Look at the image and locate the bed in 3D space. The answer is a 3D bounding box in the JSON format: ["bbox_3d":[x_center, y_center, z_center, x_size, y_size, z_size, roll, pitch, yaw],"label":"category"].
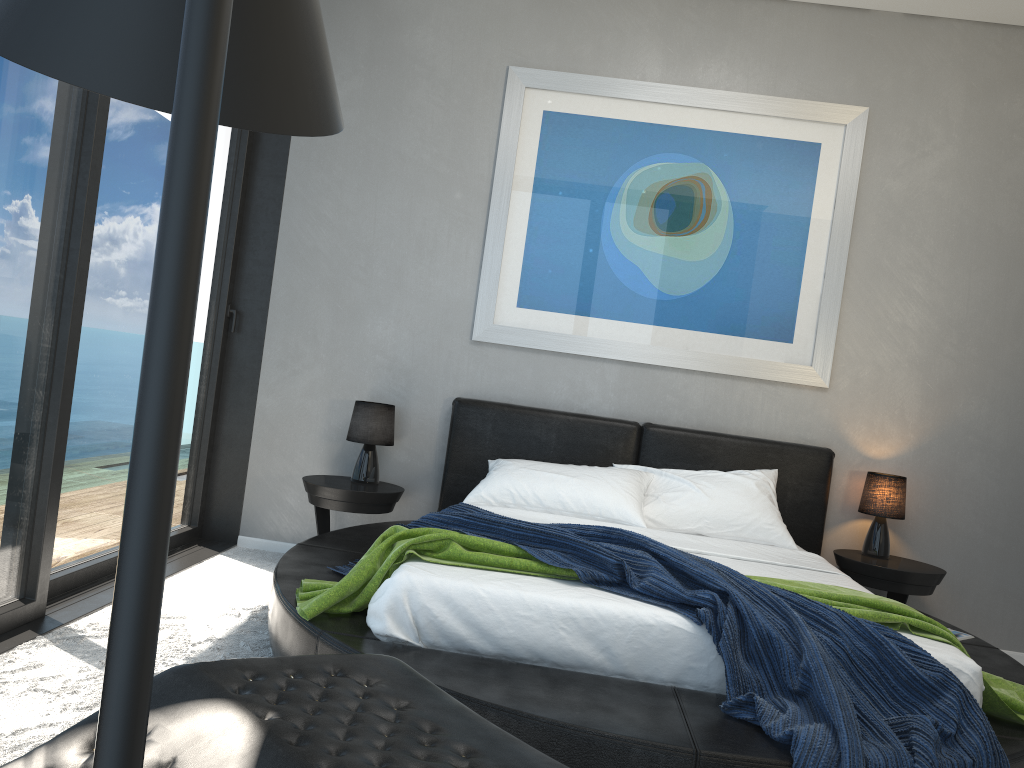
[{"bbox_3d":[0.509,0.637,3.229,2.754,0.934,2.617,8,0,3],"label":"bed"}]

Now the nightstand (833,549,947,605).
[{"bbox_3d":[1.748,1.053,4.190,0.496,0.440,0.497,8,1,32],"label":"nightstand"}]

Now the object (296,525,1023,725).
[{"bbox_3d":[0.465,0.706,2.757,2.301,0.342,0.646,8,0,3],"label":"object"}]

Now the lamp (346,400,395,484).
[{"bbox_3d":[-0.708,0.293,4.426,0.242,0.400,0.219,7,1,-27],"label":"lamp"}]

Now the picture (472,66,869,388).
[{"bbox_3d":[0.782,-0.795,4.465,1.800,1.401,0.025,8,1,3],"label":"picture"}]

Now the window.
[{"bbox_3d":[0.276,-0.530,4.652,3.595,3.184,9.722,8,0,4],"label":"window"}]

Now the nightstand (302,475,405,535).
[{"bbox_3d":[-0.802,0.704,4.337,0.496,0.440,0.497,8,1,15],"label":"nightstand"}]

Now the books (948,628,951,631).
[{"bbox_3d":[1.639,0.963,3.462,0.133,0.012,0.189,8,0,25],"label":"books"}]

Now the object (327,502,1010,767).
[{"bbox_3d":[0.292,0.740,2.670,0.686,0.568,2.150,7,0,-45],"label":"object"}]

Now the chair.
[{"bbox_3d":[-0.454,0.470,0.866,1.283,0.996,0.638,7,1,-42],"label":"chair"}]

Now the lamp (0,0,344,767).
[{"bbox_3d":[-0.190,0.348,0.358,0.202,1.301,0.383,7,1,-33],"label":"lamp"}]

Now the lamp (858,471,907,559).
[{"bbox_3d":[1.781,0.634,4.279,0.209,0.400,0.219,8,1,-16],"label":"lamp"}]

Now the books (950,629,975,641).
[{"bbox_3d":[1.588,0.950,3.549,0.301,0.039,0.394,8,0,-41],"label":"books"}]
